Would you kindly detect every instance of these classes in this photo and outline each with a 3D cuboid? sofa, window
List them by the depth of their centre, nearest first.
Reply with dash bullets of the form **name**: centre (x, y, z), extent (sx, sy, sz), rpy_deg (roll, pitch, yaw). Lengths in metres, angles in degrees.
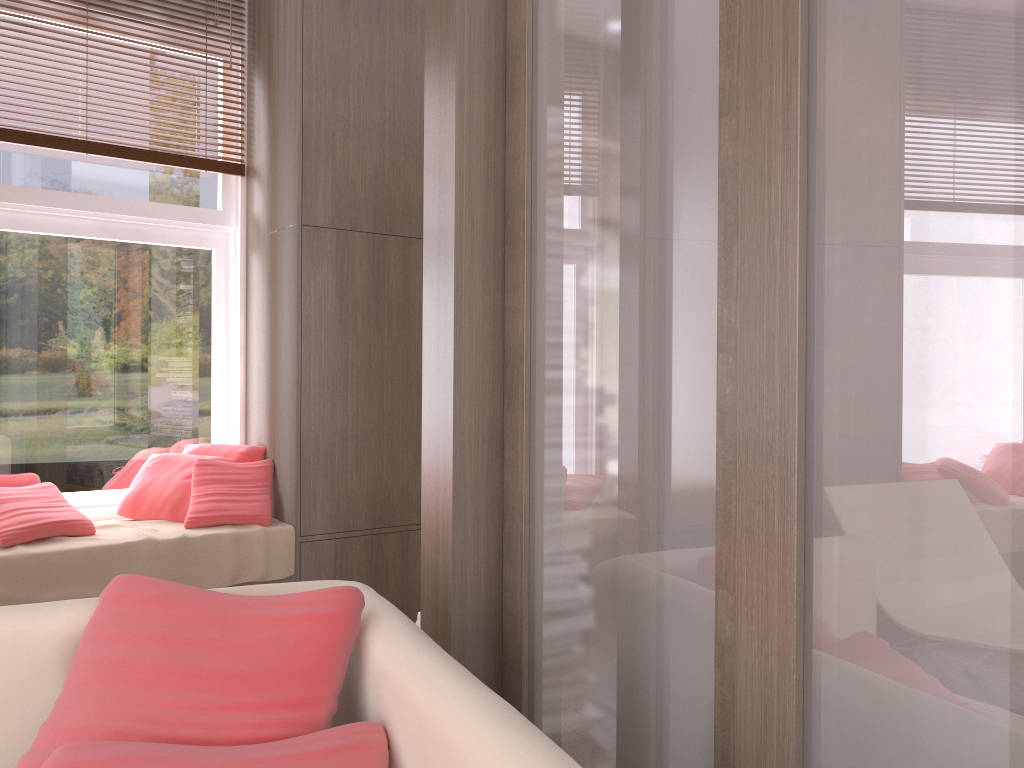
- **sofa**: centre (-0.277, 0.763, 0.636), extent (0.919, 0.751, 2.204), rpy_deg (0, 0, -24)
- **window**: centre (-1.877, -0.524, 3.862), extent (1.407, 2.229, 0.160), rpy_deg (0, 0, -36)

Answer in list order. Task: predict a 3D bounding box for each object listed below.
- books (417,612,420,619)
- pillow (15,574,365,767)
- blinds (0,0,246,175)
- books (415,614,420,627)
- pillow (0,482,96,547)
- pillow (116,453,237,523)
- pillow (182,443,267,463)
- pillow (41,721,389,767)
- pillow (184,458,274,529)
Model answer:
- **books**: centre (-0.048, 0.843, 3.086), extent (0.364, 0.057, 0.469), rpy_deg (0, 0, -38)
- **pillow**: centre (-0.524, 0.524, 1.375), extent (0.498, 0.377, 0.379), rpy_deg (0, 0, 11)
- **blinds**: centre (-1.809, -1.553, 3.779), extent (1.373, 1.138, 0.042), rpy_deg (0, 0, -36)
- **books**: centre (-0.296, 0.954, 2.922), extent (0.246, 0.363, 0.218), rpy_deg (0, 0, -38)
- **pillow**: centre (-1.862, 0.493, 3.413), extent (0.354, 0.200, 0.403), rpy_deg (1, 0, 31)
- **pillow**: centre (-1.480, 0.449, 3.873), extent (0.485, 0.279, 0.270), rpy_deg (0, 0, 13)
- **pillow**: centre (-1.351, 0.440, 3.996), extent (0.484, 0.334, 0.193), rpy_deg (0, 0, 17)
- **pillow**: centre (-0.392, 0.609, 1.065), extent (0.507, 0.224, 0.467), rpy_deg (0, 0, -11)
- **pillow**: centre (-1.195, 0.462, 3.771), extent (0.357, 0.278, 0.264), rpy_deg (0, 0, -15)
